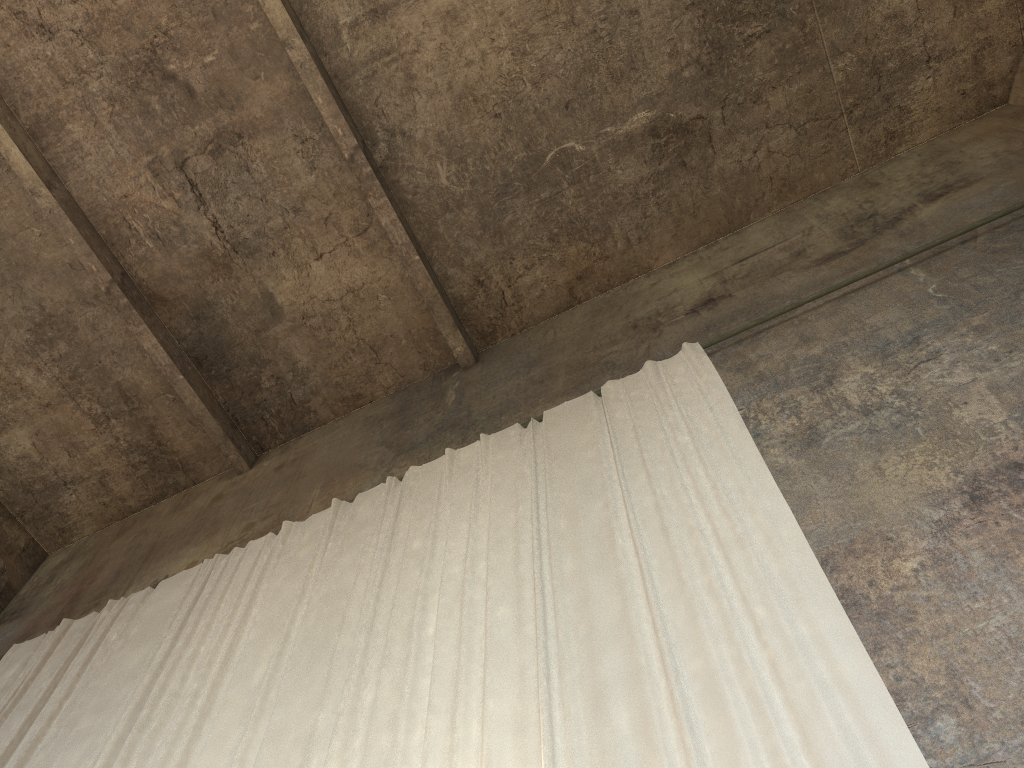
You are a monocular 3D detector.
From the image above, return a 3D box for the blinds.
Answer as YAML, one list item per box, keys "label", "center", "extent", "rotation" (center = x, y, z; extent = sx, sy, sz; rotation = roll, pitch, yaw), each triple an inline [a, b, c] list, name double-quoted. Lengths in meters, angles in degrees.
- label: "blinds"
  center: [-1.860, 2.885, 4.718]
  extent: [7.919, 8.167, 0.287]
  rotation: [-26, -68, 12]
